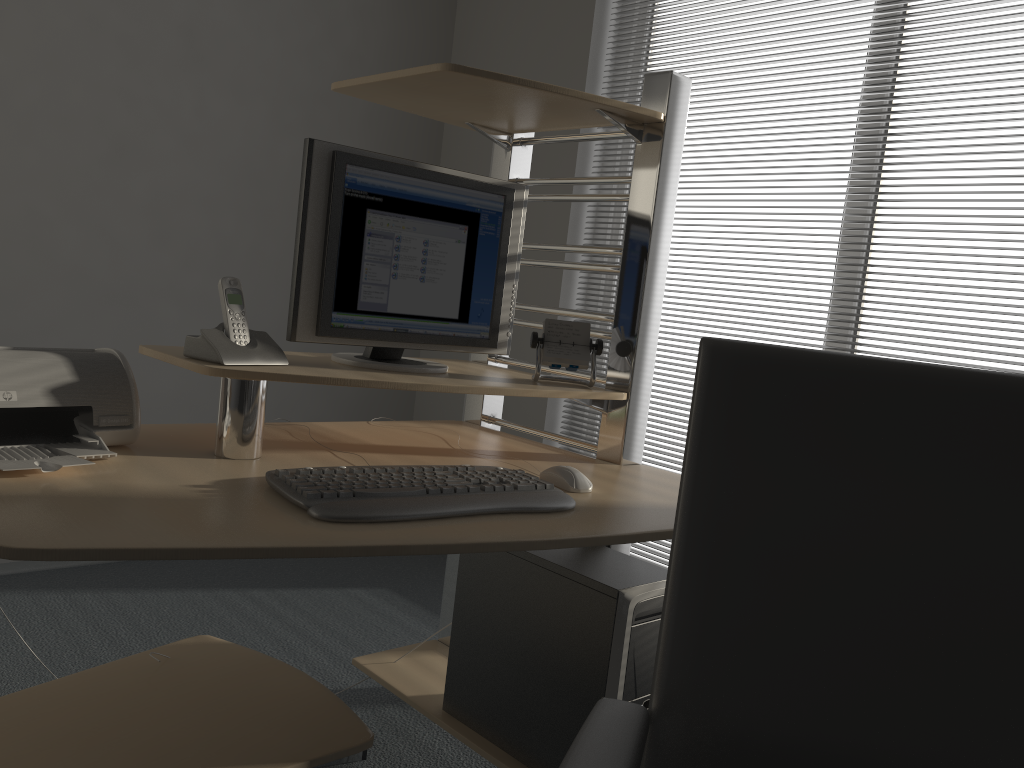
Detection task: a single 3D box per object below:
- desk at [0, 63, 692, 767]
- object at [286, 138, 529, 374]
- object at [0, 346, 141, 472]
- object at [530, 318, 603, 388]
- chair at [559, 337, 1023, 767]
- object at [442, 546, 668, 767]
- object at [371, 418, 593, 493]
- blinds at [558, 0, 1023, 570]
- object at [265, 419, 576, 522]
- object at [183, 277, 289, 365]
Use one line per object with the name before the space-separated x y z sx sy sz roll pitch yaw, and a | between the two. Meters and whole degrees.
desk | -0.286 0.104 1.503 1.469 1.566 0.967 1 8 -43
object | -0.225 -0.245 1.860 0.516 0.418 0.245 4 6 -28
object | -0.780 0.029 1.360 0.351 0.162 0.438 11 7 38
object | 0.114 -0.068 1.909 0.154 0.135 0.093 6 6 -7
chair | 0.302 0.522 0.610 0.584 1.048 0.652 8 6 12
object | 0.100 0.553 1.849 0.199 0.422 0.471 1 8 -43
object | -0.067 0.150 1.898 0.168 0.088 0.742 2 7 -41
blinds | 0.951 -0.554 2.534 0.037 2.749 1.950 1 8 -43
object | -0.296 0.151 1.644 0.478 0.082 0.814 3 7 -36
object | -0.494 -0.116 1.603 0.119 0.151 0.150 10 7 32
